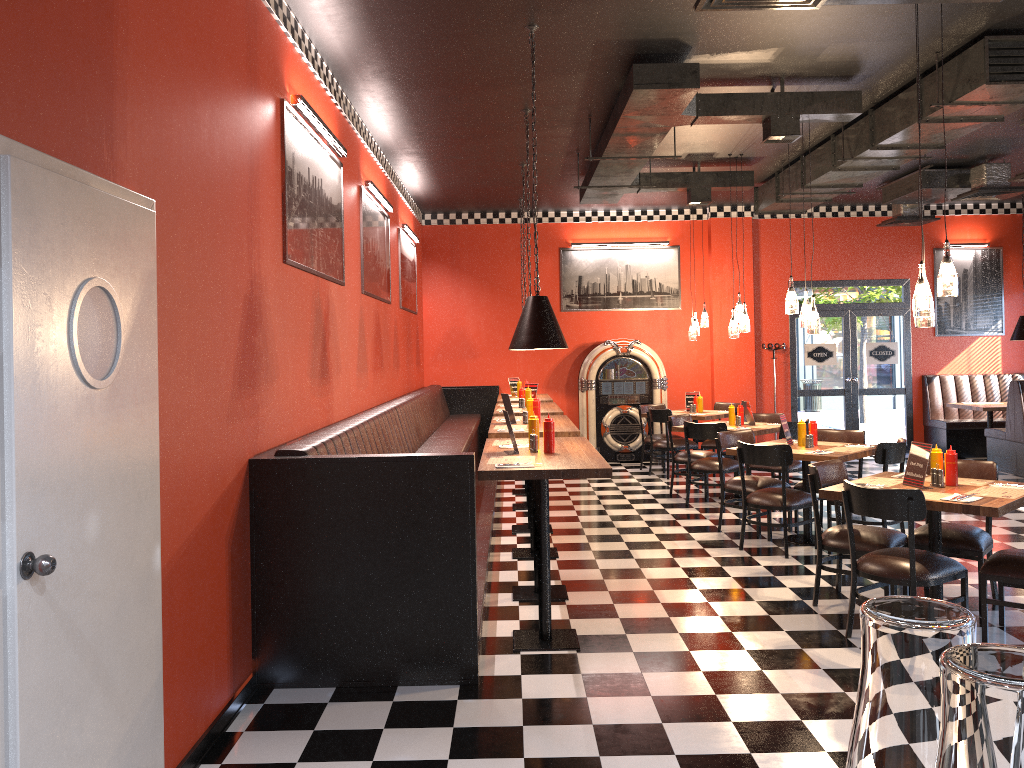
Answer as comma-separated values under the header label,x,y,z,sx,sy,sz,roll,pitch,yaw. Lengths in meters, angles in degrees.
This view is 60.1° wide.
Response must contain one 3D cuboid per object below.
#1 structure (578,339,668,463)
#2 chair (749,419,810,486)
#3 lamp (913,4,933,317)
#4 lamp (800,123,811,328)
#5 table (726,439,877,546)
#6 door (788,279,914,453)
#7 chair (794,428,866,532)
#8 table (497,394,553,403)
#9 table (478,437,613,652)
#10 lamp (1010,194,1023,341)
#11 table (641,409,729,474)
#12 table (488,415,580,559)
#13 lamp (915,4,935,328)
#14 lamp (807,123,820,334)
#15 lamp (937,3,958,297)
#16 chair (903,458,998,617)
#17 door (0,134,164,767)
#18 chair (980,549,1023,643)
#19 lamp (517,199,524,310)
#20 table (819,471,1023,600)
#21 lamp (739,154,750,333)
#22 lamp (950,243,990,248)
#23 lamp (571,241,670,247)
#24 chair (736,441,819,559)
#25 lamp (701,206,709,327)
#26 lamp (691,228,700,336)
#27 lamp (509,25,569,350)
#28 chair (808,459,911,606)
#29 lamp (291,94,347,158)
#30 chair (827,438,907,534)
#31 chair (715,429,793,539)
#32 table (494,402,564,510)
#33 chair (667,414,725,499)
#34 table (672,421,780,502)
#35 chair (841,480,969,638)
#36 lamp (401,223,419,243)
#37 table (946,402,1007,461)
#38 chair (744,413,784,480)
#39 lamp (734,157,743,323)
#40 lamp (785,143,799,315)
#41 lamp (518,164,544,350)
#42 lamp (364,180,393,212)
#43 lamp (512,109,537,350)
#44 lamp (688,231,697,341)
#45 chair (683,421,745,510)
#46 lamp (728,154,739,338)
label,x,y,z,sx,sy,sz,roll,pitch,yaw
structure,1.595,0.230,12.782,1.294,1.769,0.500,-1,0,0
chair,2.755,0.794,9.028,0.486,0.868,0.544,-1,0,-41
lamp,2.347,-1.369,5.105,0.108,1.966,0.108,-1,0,-13
lamp,2.450,-1.456,7.427,0.108,1.966,0.108,-2,-1,42
table,2.454,0.909,7.325,0.960,0.774,0.957,0,2,45
door,5.002,-0.252,13.065,1.800,2.573,0.128,-1,0,0
chair,2.789,0.841,7.722,0.545,0.868,0.486,-1,0,-45
table,0.169,0.676,11.788,0.695,1.000,1.692,-1,1,0
table,0.179,0.911,5.418,0.695,1.000,1.692,-1,1,0
lamp,6.870,-1.606,11.883,0.382,2.045,0.382,-1,-1,-41
table,2.363,0.757,11.493,0.960,0.774,0.957,0,2,45
table,0.176,0.832,7.538,0.695,1.000,1.692,-1,1,0
lamp,2.407,-1.315,5.213,0.108,1.966,0.108,-1,-1,-43
lamp,2.466,-1.393,7.304,0.108,1.966,0.108,-1,0,12
lamp,2.462,-1.481,5.049,0.108,1.966,0.108,-1,0,-8
chair,2.749,0.922,5.541,0.486,0.868,0.545,-1,0,39
door,-1.243,0.451,2.647,0.161,2.180,1.026,-1,0,0
chair,2.835,0.951,4.721,0.544,0.868,0.486,-1,0,40
lamp,0.138,-1.479,11.989,0.382,2.045,0.382,-1,-1,41
table,2.472,0.989,5.162,0.956,0.774,0.960,0,2,45
lamp,2.457,-1.530,9.418,0.108,1.966,0.108,-1,0,-18
lamp,6.713,-2.044,13.048,0.610,0.056,0.081,-1,1,0
lamp,1.590,-2.058,13.040,1.444,0.056,0.081,-1,1,0
chair,2.085,0.881,7.013,0.545,0.868,0.486,-1,0,-42
lamp,2.490,-1.721,11.525,0.108,1.966,0.108,-1,-1,32
lamp,2.363,-1.605,11.503,0.108,1.966,0.108,-2,-1,42
lamp,0.148,-1.244,5.619,0.382,2.045,0.382,-1,-1,41
chair,2.144,0.935,5.526,0.544,0.868,0.486,-1,0,40
lamp,-1.280,-1.705,5.944,0.081,0.056,1.445,-1,2,0
chair,2.836,0.867,7.009,0.544,0.868,0.486,-1,0,42
chair,2.089,0.853,7.763,0.486,0.868,0.544,-1,0,-36
table,0.172,0.755,9.648,0.695,1.000,1.692,-1,1,0
chair,2.008,0.780,9.782,0.544,0.868,0.486,-1,0,37
table,2.392,0.831,9.466,0.960,0.774,0.957,0,2,45
chair,2.115,0.961,4.822,0.545,0.868,0.486,-1,0,-33
lamp,-1.289,-1.899,11.209,0.081,0.056,1.445,-1,2,0
table,6.908,0.655,11.869,1.691,0.774,0.957,-1,1,0
chair,2.759,0.766,9.778,0.486,0.868,0.545,-1,0,23
lamp,2.434,-1.647,9.548,0.108,1.966,0.108,-1,-1,-43
lamp,2.319,-1.565,7.407,0.108,1.966,0.108,-1,-1,-28
lamp,0.142,-1.396,9.748,0.382,2.045,0.382,-1,-1,41
lamp,-1.284,-1.802,8.563,0.081,0.056,1.445,-1,2,0
lamp,0.145,-1.315,7.557,0.382,2.045,0.382,-1,-1,41
lamp,2.350,-1.550,11.625,0.108,1.966,0.108,-1,0,-18
chair,2.054,0.806,9.069,0.486,0.868,0.545,-1,0,40
lamp,2.336,-1.468,9.404,0.108,1.966,0.108,-1,0,12
